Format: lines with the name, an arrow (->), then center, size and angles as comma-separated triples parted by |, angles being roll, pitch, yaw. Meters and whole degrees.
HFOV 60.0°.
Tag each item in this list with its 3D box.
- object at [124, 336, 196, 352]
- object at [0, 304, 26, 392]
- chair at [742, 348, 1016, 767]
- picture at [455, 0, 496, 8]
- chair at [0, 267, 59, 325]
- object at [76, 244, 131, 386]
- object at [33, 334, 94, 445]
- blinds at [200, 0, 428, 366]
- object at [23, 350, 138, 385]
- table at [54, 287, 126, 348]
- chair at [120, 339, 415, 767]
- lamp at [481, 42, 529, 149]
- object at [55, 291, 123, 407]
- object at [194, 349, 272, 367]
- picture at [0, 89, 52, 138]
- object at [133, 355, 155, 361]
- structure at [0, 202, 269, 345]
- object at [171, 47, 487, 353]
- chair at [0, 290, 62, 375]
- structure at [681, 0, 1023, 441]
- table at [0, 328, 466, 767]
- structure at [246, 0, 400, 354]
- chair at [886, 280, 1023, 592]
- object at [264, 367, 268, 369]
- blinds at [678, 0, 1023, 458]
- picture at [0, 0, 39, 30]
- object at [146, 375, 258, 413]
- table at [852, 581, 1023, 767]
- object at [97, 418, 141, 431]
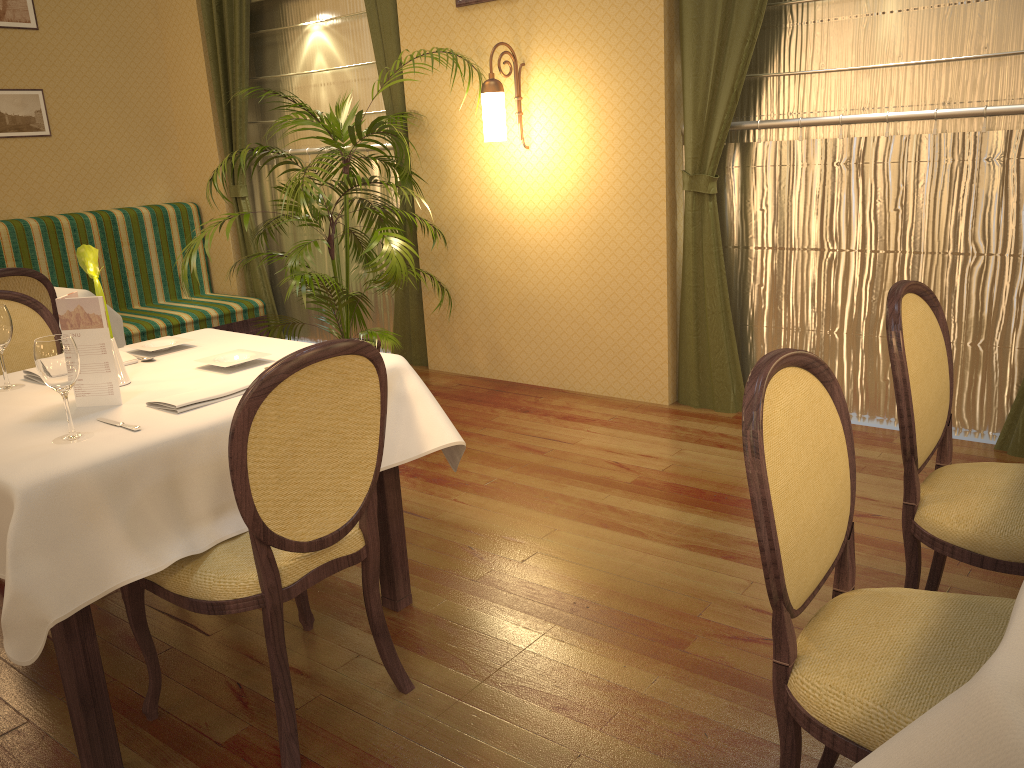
object -> -1.116, -0.118, 2.815 | 0.160, 0.024, 0.160 | 9, 20, 37
object -> -1.399, -0.098, 2.420 | 0.088, 0.229, 0.088 | -4, 16, -3
chair -> 0.700, 0.436, 1.512 | 0.571, 0.955, 0.530 | 9, 20, 37
picture -> -0.148, -2.241, 4.427 | 0.412, 0.619, 0.022 | 9, 20, 37
chair -> -2.243, -0.035, 3.850 | 0.571, 0.955, 0.530 | 9, 20, 37
object -> -1.111, -0.187, 2.404 | 0.076, 0.375, 0.163 | -12, 18, -28
object -> -0.980, 0.010, 1.937 | 0.088, 0.229, 0.088 | -4, 16, -3
blinds -> -1.339, -2.399, 5.444 | 1.934, 4.537, 0.225 | 8, 19, 37
object -> -1.258, -0.051, 2.594 | 0.142, 0.033, 0.273 | 9, 20, 37
table -> -2.870, 0.067, 3.977 | 1.385, 0.759, 2.152 | 9, 20, 37
chair -> -0.583, 0.345, 2.123 | 0.571, 0.955, 0.530 | 9, 20, 37
lamp -> -0.045, -1.425, 4.406 | 0.114, 0.513, 0.323 | 5, 18, 27
object -> -1.068, -0.082, 2.208 | 0.166, 0.277, 0.081 | 12, 22, 43
object -> -0.803, -0.065, 2.556 | 0.160, 0.024, 0.160 | 9, 20, 37
picture -> -3.144, -1.701, 5.577 | 0.008, 0.294, 0.437 | 9, 20, 37
object -> -1.143, -0.084, 2.711 | 0.181, 0.015, 0.038 | 9, 20, 39
structure -> -6.549, 0.976, 1.042 | 0.850, 1.031, 14.516 | 9, 20, 37
object -> -0.845, -0.781, 4.660 | 1.496, 1.807, 1.552 | 2, 16, 19
chair -> -1.527, 0.182, 2.914 | 0.571, 0.955, 0.530 | 9, 20, 37
structure -> 1.479, -1.990, 3.405 | 1.900, 4.511, 0.134 | 9, 20, 37
table -> -0.972, 0.360, 2.509 | 1.389, 0.759, 1.395 | 9, 20, 39
structure -> -1.269, -2.415, 5.533 | 1.942, 4.511, 0.123 | 9, 20, 37
chair -> 1.176, 0.246, 2.091 | 0.571, 0.955, 0.530 | 9, 20, 37
object -> -0.608, -0.028, 2.395 | 0.181, 0.015, 0.038 | 9, 20, 39
blinds -> 1.411, -1.972, 3.308 | 1.878, 4.537, 0.129 | 9, 20, 37
picture -> -3.174, -2.331, 5.413 | 0.008, 0.294, 0.504 | 9, 20, 37
object -> -0.764, 0.020, 2.245 | 0.142, 0.024, 0.273 | 9, 20, 37
table -> 1.520, 0.515, 1.406 | 1.385, 0.759, 2.152 | 9, 20, 37
object -> -0.911, 0.090, 2.046 | 0.185, 0.010, 0.017 | 9, 20, 37
